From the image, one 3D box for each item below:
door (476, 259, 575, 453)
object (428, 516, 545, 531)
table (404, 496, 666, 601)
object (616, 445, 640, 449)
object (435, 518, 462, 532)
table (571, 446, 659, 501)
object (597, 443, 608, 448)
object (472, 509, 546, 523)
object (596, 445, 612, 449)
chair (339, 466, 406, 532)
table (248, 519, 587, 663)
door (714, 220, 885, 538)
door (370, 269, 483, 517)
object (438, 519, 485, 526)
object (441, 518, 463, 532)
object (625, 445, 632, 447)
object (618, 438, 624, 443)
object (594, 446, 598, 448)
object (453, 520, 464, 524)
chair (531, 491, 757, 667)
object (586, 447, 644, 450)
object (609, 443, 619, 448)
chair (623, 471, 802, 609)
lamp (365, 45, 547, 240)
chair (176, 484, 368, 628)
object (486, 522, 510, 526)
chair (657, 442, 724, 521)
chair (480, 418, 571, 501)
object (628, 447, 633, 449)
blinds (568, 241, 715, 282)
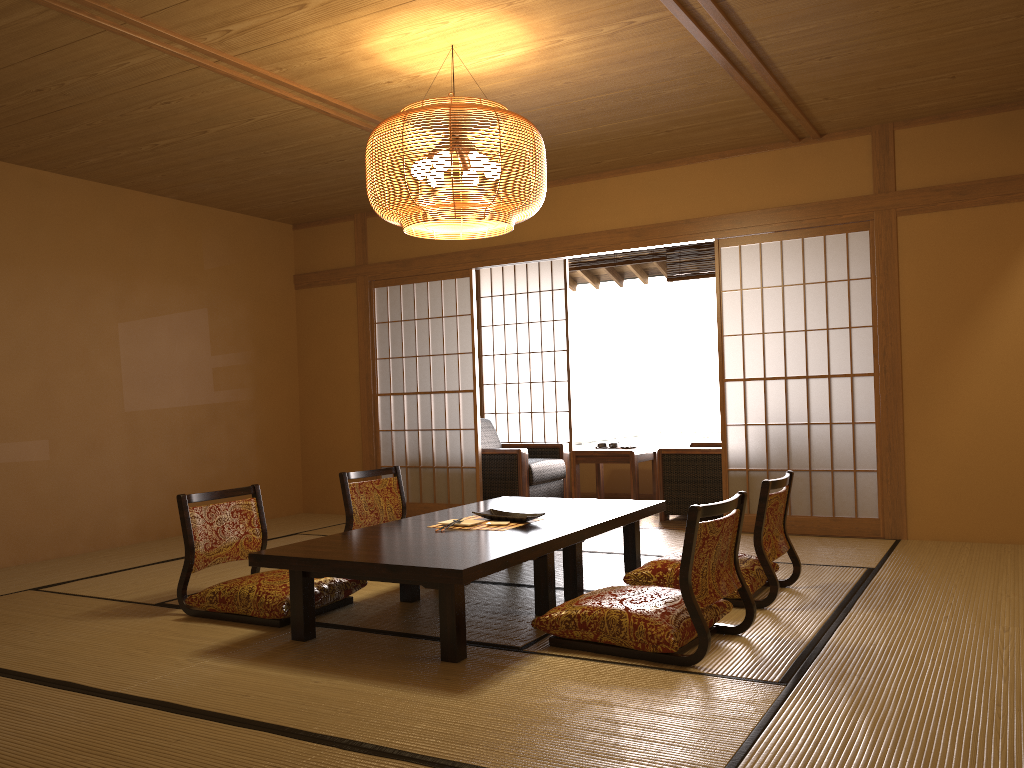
[{"bbox_3d":[0.113,-0.272,8.525,0.992,1.873,0.040,-2,0,30],"label":"door"},{"bbox_3d":[-0.115,0.639,4.087,0.401,0.003,0.398,-3,-1,30],"label":"object"},{"bbox_3d":[0.143,0.818,4.515,0.995,0.356,0.994,-2,-1,30],"label":"table"},{"bbox_3d":[0.927,0.505,7.093,0.131,0.015,0.181,-2,-1,-15],"label":"object"},{"bbox_3d":[-0.281,0.630,3.972,0.006,0.030,0.229,-2,-1,27],"label":"object"},{"bbox_3d":[0.840,0.768,7.127,0.540,0.500,0.540,-2,-1,30],"label":"table"},{"bbox_3d":[0.741,0.504,7.269,0.084,0.037,0.084,-1,-1,-32],"label":"object"},{"bbox_3d":[-0.018,0.616,4.127,0.349,0.039,0.129,-3,-1,43],"label":"object"},{"bbox_3d":[0.743,0.507,7.141,0.130,0.026,0.038,-2,-1,14],"label":"object"},{"bbox_3d":[-0.575,0.756,4.999,0.687,0.546,0.582,-2,-1,34],"label":"chair"},{"bbox_3d":[-0.347,0.819,3.649,0.995,0.356,0.994,-2,-1,30],"label":"table"},{"bbox_3d":[1.815,-0.011,5.653,0.992,1.934,0.040,-2,0,30],"label":"door"},{"bbox_3d":[-0.694,0.100,7.078,0.992,1.934,0.040,-2,0,30],"label":"door"},{"bbox_3d":[-0.231,0.635,4.044,0.180,0.014,0.130,-3,-1,31],"label":"object"},{"bbox_3d":[-0.265,0.629,3.967,0.006,0.030,0.229,-2,-1,21],"label":"object"},{"bbox_3d":[0.931,0.495,7.096,0.006,0.007,0.230,-2,-1,-5],"label":"object"},{"bbox_3d":[0.854,0.476,7.224,0.117,0.068,0.038,-2,0,-5],"label":"object"},{"bbox_3d":[0.684,0.514,7.193,0.015,0.018,0.050,-2,-1,-19],"label":"object"},{"bbox_3d":[-0.244,0.629,4.035,0.050,0.018,0.015,-2,-1,27],"label":"object"},{"bbox_3d":[0.505,0.689,3.336,0.687,0.546,0.582,-2,-1,34],"label":"chair"},{"bbox_3d":[0.832,0.518,7.125,0.401,0.003,0.300,-3,-1,30],"label":"object"},{"bbox_3d":[0.830,0.500,7.222,0.084,0.037,0.084,-2,-1,21],"label":"object"},{"bbox_3d":[0.922,0.688,4.080,0.699,0.546,0.582,-2,-1,29],"label":"chair"},{"bbox_3d":[-0.251,-1.095,3.929,0.798,0.826,0.799,-2,-1,-37],"label":"lamp"},{"bbox_3d":[-1.106,0.758,4.050,0.699,0.546,0.582,-2,-1,29],"label":"chair"},{"bbox_3d":[-0.063,0.631,3.990,0.099,0.013,0.067,-2,-1,13],"label":"object"},{"bbox_3d":[1.649,0.596,6.621,0.944,0.779,0.872,-2,-1,30],"label":"chair"},{"bbox_3d":[-0.086,0.673,7.606,0.944,0.779,0.872,-2,-1,30],"label":"chair"},{"bbox_3d":[0.934,0.502,6.975,0.050,0.018,0.015,-2,0,16],"label":"object"},{"bbox_3d":[1.367,-1.200,7.862,1.933,0.594,0.048,-2,0,30],"label":"blinds"}]
